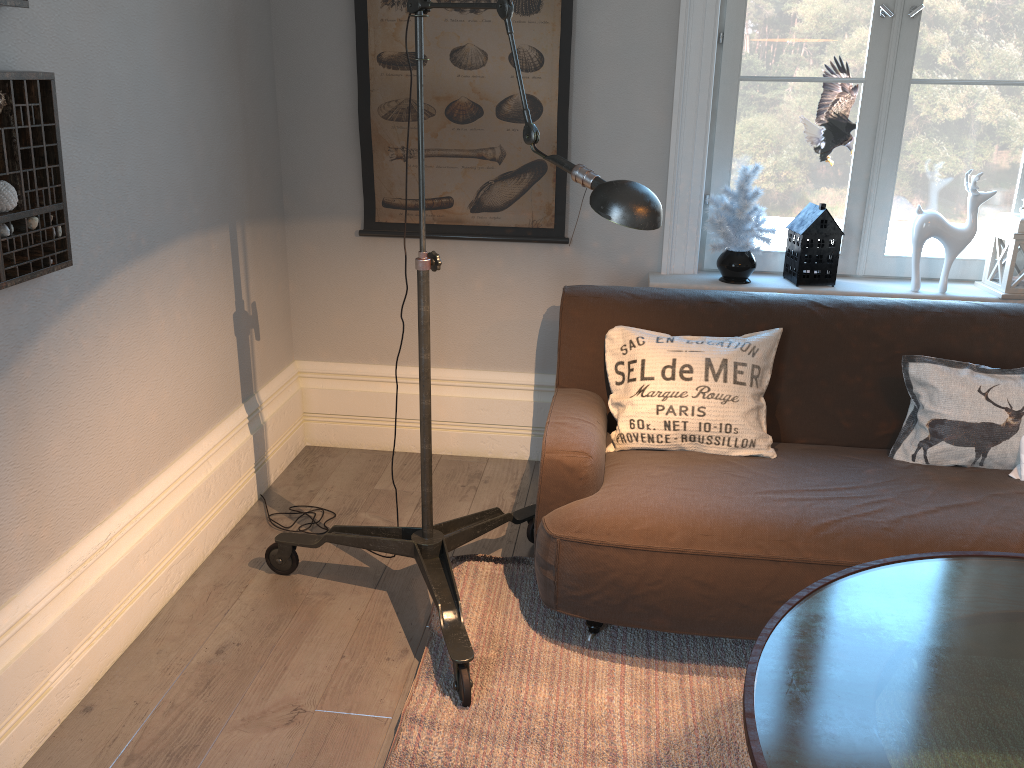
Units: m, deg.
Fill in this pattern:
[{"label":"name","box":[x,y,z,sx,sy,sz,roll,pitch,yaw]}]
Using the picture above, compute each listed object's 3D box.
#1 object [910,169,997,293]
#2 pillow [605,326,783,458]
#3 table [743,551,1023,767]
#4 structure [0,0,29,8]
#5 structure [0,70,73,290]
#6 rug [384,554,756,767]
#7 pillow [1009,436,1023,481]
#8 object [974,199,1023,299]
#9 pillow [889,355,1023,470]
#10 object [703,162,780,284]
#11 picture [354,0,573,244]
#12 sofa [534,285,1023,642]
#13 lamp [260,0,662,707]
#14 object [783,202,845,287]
[{"label":"object","box":[1.464,-0.504,2.962,0.239,0.409,0.129,2,19,3]},{"label":"pillow","box":[0.527,0.022,2.623,0.519,0.368,0.240,3,19,7]},{"label":"table","box":[1.009,0.816,1.402,1.300,0.502,1.302,1,19,0]},{"label":"structure","box":[-1.016,-0.888,1.526,0.105,0.415,0.469,3,19,6]},{"label":"structure","box":[-1.032,-0.389,1.720,0.086,0.415,0.469,3,19,7]},{"label":"rug","box":[1.039,0.990,1.495,2.819,0.090,2.404,3,19,7]},{"label":"pillow","box":[1.603,0.124,2.391,0.471,0.308,0.188,3,19,7]},{"label":"object","box":[1.735,-0.466,3.000,0.193,0.321,0.194,1,19,1]},{"label":"pillow","box":[1.323,0.092,2.497,0.472,0.347,0.159,2,19,4]},{"label":"object","box":[0.785,-0.573,3.105,0.263,0.423,0.248,18,25,40]},{"label":"picture","box":[-0.171,-1.157,3.093,0.793,1.310,0.057,3,19,7]},{"label":"sofa","box":[1.173,0.253,2.500,2.165,0.823,0.970,3,19,7]},{"label":"lamp","box":[-0.295,-0.221,2.572,1.866,1.641,0.798,19,26,41]},{"label":"object","box":[1.055,-0.494,3.105,0.155,0.284,0.155,0,19,-3]}]
